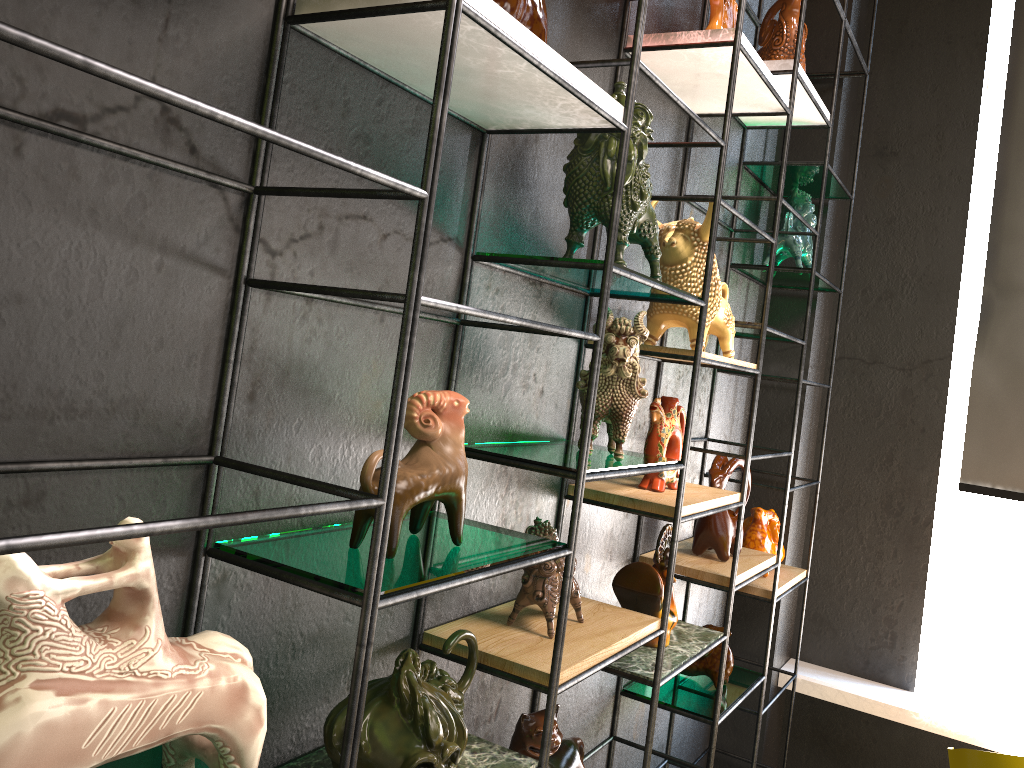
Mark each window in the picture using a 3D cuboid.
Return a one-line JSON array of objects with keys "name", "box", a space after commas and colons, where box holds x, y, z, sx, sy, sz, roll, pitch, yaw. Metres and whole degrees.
[{"name": "window", "box": [2.786, -0.287, 2.935, 2.317, 3.175, 0.051, 7, -2, 30]}]

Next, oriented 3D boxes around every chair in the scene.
[{"name": "chair", "box": [1.275, 1.246, 1.650, 0.658, 0.898, 1.068, 8, 0, 0]}]

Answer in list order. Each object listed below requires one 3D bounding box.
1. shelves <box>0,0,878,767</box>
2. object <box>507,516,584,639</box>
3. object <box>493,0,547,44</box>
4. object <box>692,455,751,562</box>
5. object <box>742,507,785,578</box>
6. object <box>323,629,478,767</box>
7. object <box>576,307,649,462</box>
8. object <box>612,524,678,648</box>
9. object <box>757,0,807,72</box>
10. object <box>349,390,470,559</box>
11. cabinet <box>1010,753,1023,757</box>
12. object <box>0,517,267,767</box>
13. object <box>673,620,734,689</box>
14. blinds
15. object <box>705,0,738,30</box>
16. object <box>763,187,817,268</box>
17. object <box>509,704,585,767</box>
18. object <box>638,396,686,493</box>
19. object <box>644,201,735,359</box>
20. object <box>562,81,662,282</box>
[{"name": "shelves", "box": [0.319, -0.417, 1.914, 0.275, 3.917, 2.976, 6, -2, 30]}, {"name": "object", "box": [0.080, 0.351, 1.654, 0.096, 0.211, 0.182, 7, -1, 33]}, {"name": "object", "box": [-0.037, -0.574, 1.246, 0.139, 0.223, 0.276, 7, 0, 29]}, {"name": "object", "box": [0.599, 0.346, 2.522, 0.115, 0.291, 0.248, 7, -1, 30]}, {"name": "object", "box": [0.845, 0.518, 2.980, 0.139, 0.223, 0.276, 7, 0, 30]}, {"name": "object", "box": [-0.149, 0.452, 1.221, 0.192, 0.221, 0.402, 8, 1, -1]}, {"name": "object", "box": [0.176, -0.002, 1.662, 0.131, 0.281, 0.208, 8, -1, -12]}, {"name": "object", "box": [0.333, 0.468, 2.079, 0.124, 0.271, 0.226, 7, -1, 30]}, {"name": "object", "box": [0.778, -0.977, 2.578, 0.126, 0.250, 0.253, 8, 0, 0]}, {"name": "object", "box": [-0.130, 0.117, 1.215, 0.119, 0.221, 0.211, 7, -1, 14]}, {"name": "cabinet", "box": [2.619, 1.602, 1.935, 2.741, 0.531, 0.402, 9, 0, 30]}, {"name": "object", "box": [-0.374, 0.275, 0.821, 0.165, 0.304, 0.339, 7, -1, 35]}, {"name": "object", "box": [0.528, 0.758, 2.523, 0.211, 0.169, 0.104, 8, -1, 30]}, {"name": "blinds", "box": [0.174, -0.755, 3.601, 3.504, 3.316, 12.767, 8, 1, -40]}, {"name": "object", "box": [0.521, -0.864, 2.163, 0.232, 0.210, 0.107, 8, -1, -43]}, {"name": "object", "box": [0.956, -0.526, 2.995, 0.152, 0.333, 0.288, 7, -1, 22]}, {"name": "object", "box": [0.079, 0.689, 1.646, 0.156, 0.236, 0.307, 7, 0, 34]}, {"name": "object", "box": [0.373, 0.142, 2.120, 0.060, 0.223, 0.266, 6, -1, 31]}, {"name": "object", "box": [0.440, -0.241, 2.107, 0.176, 0.352, 0.367, 7, -1, 35]}, {"name": "object", "box": [0.198, -0.378, 1.673, 0.168, 0.357, 0.254, 6, -2, 35]}]
